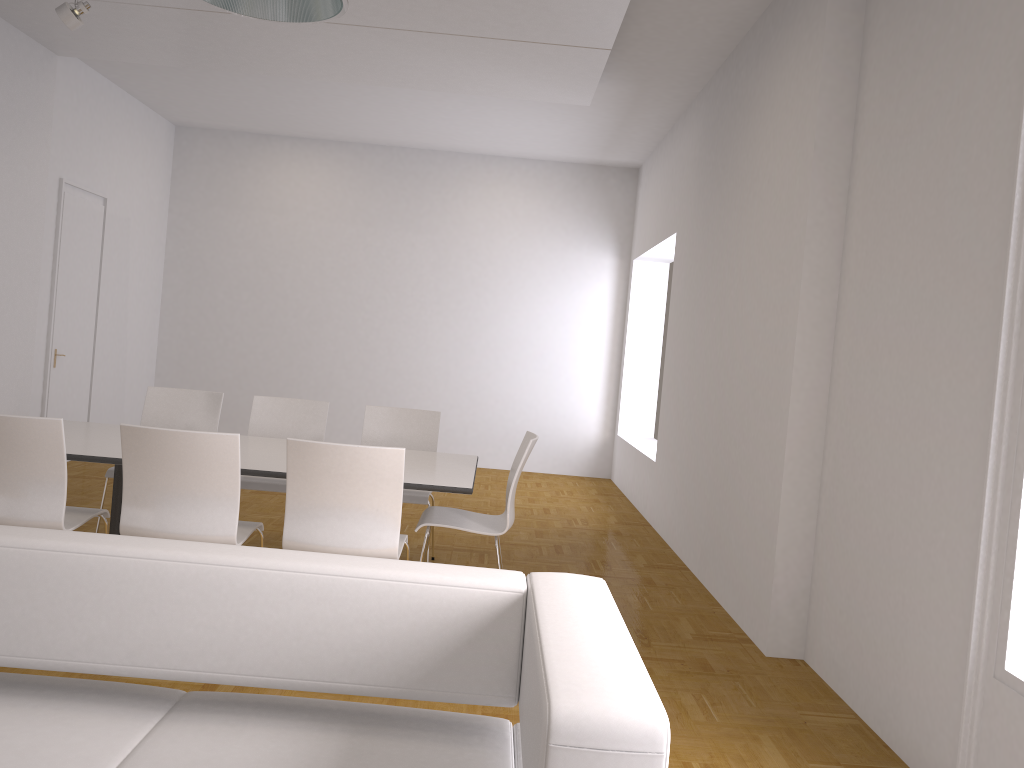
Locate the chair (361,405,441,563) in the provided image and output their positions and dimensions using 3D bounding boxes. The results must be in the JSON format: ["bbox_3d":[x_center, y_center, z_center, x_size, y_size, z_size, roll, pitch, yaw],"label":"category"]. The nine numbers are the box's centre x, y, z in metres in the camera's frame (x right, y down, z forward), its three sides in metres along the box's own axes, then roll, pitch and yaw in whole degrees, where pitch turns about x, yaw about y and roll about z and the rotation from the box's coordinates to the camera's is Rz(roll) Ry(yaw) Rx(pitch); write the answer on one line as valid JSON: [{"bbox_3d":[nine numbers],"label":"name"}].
[{"bbox_3d":[-0.720,0.627,5.343,0.561,0.931,0.576,5,1,-1],"label":"chair"}]

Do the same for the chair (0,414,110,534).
[{"bbox_3d":[-2.062,0.570,3.759,0.561,0.931,0.576,5,1,-1],"label":"chair"}]

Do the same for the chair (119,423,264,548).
[{"bbox_3d":[-1.364,0.631,3.773,0.561,0.931,0.576,5,1,-1],"label":"chair"}]

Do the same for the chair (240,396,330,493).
[{"bbox_3d":[-1.419,0.566,5.329,0.561,0.931,0.576,5,1,-1],"label":"chair"}]

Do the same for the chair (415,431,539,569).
[{"bbox_3d":[-0.190,0.705,4.558,0.575,0.931,0.561,5,1,-1],"label":"chair"}]

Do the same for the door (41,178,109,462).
[{"bbox_3d":[-3.901,-0.522,7.884,0.132,2.452,0.872,5,1,-1],"label":"door"}]

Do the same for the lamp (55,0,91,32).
[{"bbox_3d":[-2.536,-2.220,5.112,0.174,0.364,0.167,6,2,41],"label":"lamp"}]

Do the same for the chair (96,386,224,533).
[{"bbox_3d":[-2.077,0.508,5.316,0.561,0.931,0.576,5,1,-1],"label":"chair"}]

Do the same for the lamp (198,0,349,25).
[{"bbox_3d":[-0.618,-1.675,2.371,0.464,1.249,0.465,5,1,-2],"label":"lamp"}]

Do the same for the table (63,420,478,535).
[{"bbox_3d":[-1.416,0.697,4.553,2.410,0.722,1.211,5,2,-1],"label":"table"}]

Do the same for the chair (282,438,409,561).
[{"bbox_3d":[-0.706,0.689,3.786,0.561,0.931,0.576,5,1,-1],"label":"chair"}]

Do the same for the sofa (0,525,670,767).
[{"bbox_3d":[-1.116,0.763,1.640,2.622,0.848,0.823,5,2,-1],"label":"sofa"}]

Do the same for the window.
[{"bbox_3d":[1.620,0.192,1.129,0.195,2.527,3.352,5,2,-1],"label":"window"}]
